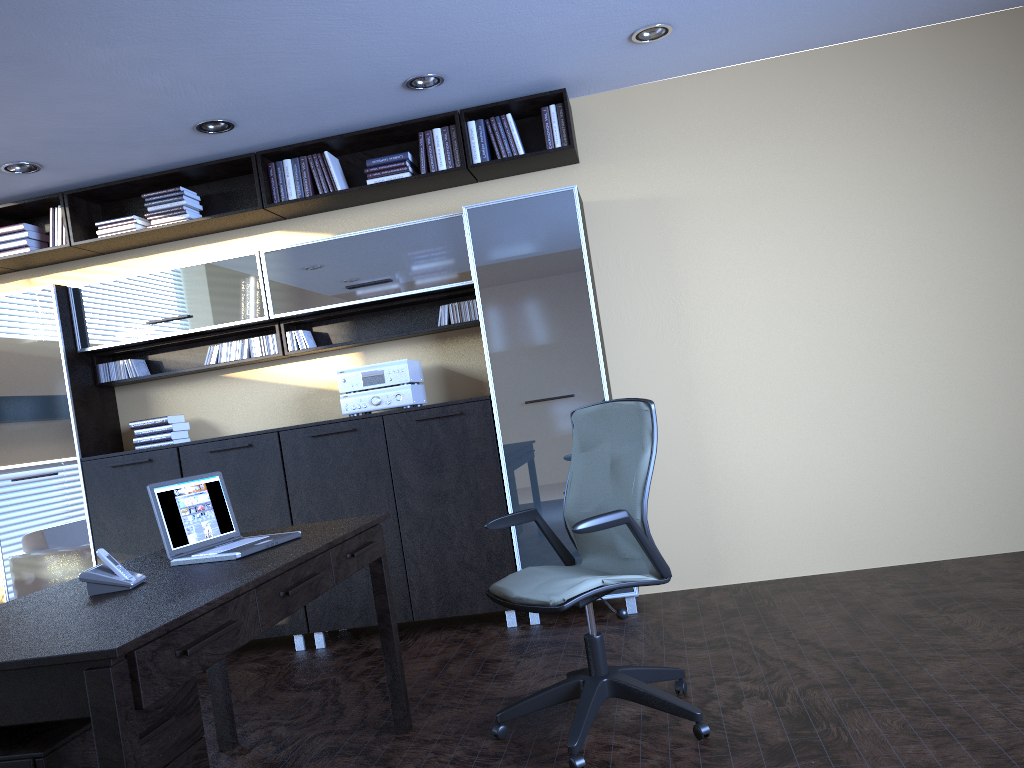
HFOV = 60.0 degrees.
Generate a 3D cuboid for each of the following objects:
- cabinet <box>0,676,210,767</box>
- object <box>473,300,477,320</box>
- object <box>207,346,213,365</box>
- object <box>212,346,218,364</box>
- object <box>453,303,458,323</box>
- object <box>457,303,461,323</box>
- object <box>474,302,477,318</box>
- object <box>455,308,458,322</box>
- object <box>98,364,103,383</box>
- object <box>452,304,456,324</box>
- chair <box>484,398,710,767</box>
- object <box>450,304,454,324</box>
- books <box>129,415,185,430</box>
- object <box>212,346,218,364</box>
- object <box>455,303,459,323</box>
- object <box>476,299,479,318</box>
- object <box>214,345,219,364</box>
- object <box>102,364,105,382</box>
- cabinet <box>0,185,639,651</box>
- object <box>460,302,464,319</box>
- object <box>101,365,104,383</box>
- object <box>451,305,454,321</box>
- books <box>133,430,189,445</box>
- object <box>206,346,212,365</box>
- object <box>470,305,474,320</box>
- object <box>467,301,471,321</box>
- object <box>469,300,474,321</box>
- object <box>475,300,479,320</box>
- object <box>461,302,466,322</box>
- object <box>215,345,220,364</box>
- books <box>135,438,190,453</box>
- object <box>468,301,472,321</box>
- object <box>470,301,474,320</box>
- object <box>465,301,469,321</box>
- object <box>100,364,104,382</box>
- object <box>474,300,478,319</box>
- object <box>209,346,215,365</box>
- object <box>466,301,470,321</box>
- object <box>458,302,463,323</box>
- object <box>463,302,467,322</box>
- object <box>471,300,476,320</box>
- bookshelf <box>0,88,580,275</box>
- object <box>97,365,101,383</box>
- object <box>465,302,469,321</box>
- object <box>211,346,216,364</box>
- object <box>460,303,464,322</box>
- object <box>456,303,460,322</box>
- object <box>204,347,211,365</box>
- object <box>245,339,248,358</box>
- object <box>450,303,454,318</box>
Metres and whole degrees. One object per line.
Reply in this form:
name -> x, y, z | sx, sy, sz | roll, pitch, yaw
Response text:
cabinet -> -1.106, 1.146, 2.213 | 0.500, 0.680, 0.634 | -9, 0, 9
object -> -0.210, -0.440, 5.341 | 0.006, 0.118, 0.140 | -9, -1, 9
object -> -1.875, -0.178, 5.613 | 0.059, 0.113, 0.142 | -9, -1, 9
object -> -1.845, -0.183, 5.609 | 0.055, 0.110, 0.140 | -9, -1, 9
object -> -0.329, -0.422, 5.352 | 0.009, 0.120, 0.142 | -9, -1, 9
object -> -0.308, -0.425, 5.357 | 0.009, 0.120, 0.142 | -9, -1, 9
object -> -0.209, -0.440, 5.343 | 0.009, 0.120, 0.142 | -9, -1, 9
object -> -0.328, -0.422, 5.355 | 0.009, 0.124, 0.142 | -9, -1, 9
object -> -2.618, -0.066, 5.729 | 0.009, 0.120, 0.142 | -9, -1, 9
object -> -0.337, -0.421, 5.363 | 0.009, 0.120, 0.142 | -9, -1, 9
chair -> 0.300, 0.688, 3.381 | 0.767, 1.215, 0.834 | -8, 0, -34
object -> -0.348, -0.419, 5.362 | 0.006, 0.118, 0.140 | -9, -1, 9
books -> -2.245, 0.241, 5.611 | 0.258, 0.050, 0.207 | -9, -1, 8
object -> -1.845, -0.183, 5.610 | 0.059, 0.113, 0.142 | -9, -1, 9
object -> -0.317, -0.424, 5.364 | 0.009, 0.120, 0.142 | -9, -1, 9
object -> -0.191, -0.443, 5.330 | 0.009, 0.120, 0.142 | -9, -1, 9
object -> -1.835, -0.184, 5.605 | 0.055, 0.110, 0.140 | -9, -1, 9
object -> -2.597, -0.070, 5.727 | 0.006, 0.118, 0.140 | -9, -1, 9
cabinet -> -1.323, 0.380, 5.419 | 3.878, 2.399, 0.490 | -9, 0, 9
object -> -0.286, -0.428, 5.369 | 0.009, 0.120, 0.142 | -9, -1, 9
object -> -2.607, -0.068, 5.733 | 0.009, 0.120, 0.142 | -9, -1, 9
object -> -0.347, -0.419, 5.368 | 0.009, 0.120, 0.142 | -9, -1, 9
books -> -2.220, 0.341, 5.611 | 0.258, 0.050, 0.207 | -9, -1, 9
object -> -1.884, -0.177, 5.620 | 0.059, 0.113, 0.142 | -9, -1, 9
object -> -0.228, -0.437, 5.351 | 0.009, 0.120, 0.142 | -9, -1, 9
object -> -0.248, -0.434, 5.351 | 0.009, 0.120, 0.142 | -9, -1, 9
object -> -0.229, -0.437, 5.340 | 0.009, 0.124, 0.142 | -9, -1, 8
object -> -0.200, -0.442, 5.339 | 0.009, 0.120, 0.142 | -9, -1, 9
object -> -0.279, -0.430, 5.349 | 0.009, 0.120, 0.142 | -9, -1, 9
object -> -1.835, -0.185, 5.612 | 0.059, 0.113, 0.142 | -9, -1, 9
books -> -2.203, 0.390, 5.605 | 0.258, 0.050, 0.207 | -9, -1, 9
object -> -0.240, -0.436, 5.342 | 0.009, 0.120, 0.142 | -9, -1, 9
object -> -0.229, -0.437, 5.347 | 0.006, 0.118, 0.140 | -9, -1, 9
object -> -0.258, -0.433, 5.355 | 0.009, 0.120, 0.142 | -9, -1, 9
object -> -2.607, -0.068, 5.729 | 0.006, 0.118, 0.140 | -9, -1, 9
object -> -0.202, -0.442, 5.331 | 0.006, 0.118, 0.140 | -9, -1, 9
object -> -1.865, -0.180, 5.611 | 0.059, 0.113, 0.142 | -9, -1, 9
object -> -0.250, -0.434, 5.342 | 0.006, 0.118, 0.140 | -9, -1, 9
object -> -0.299, -0.427, 5.353 | 0.009, 0.120, 0.142 | -9, -1, 9
object -> -0.270, -0.431, 5.344 | 0.009, 0.120, 0.142 | -9, -1, 9
object -> -0.220, -0.439, 5.337 | 0.009, 0.120, 0.142 | -9, -1, 9
bookshelf -> -2.147, -1.111, 5.571 | 5.127, 0.340, 0.361 | -9, -1, 9
object -> -2.627, -0.065, 5.732 | 0.009, 0.120, 0.142 | -9, -1, 9
object -> -0.259, -0.433, 5.352 | 0.006, 0.118, 0.140 | -9, -1, 9
object -> -1.855, -0.181, 5.607 | 0.055, 0.110, 0.140 | -9, -1, 9
object -> -0.288, -0.428, 5.362 | 0.006, 0.118, 0.140 | -9, -1, 9
object -> -0.310, -0.425, 5.346 | 0.006, 0.118, 0.140 | -9, -1, 9
object -> -1.895, -0.175, 5.611 | 0.059, 0.113, 0.142 | -9, -1, 8
object -> -1.637, -0.218, 5.572 | 0.036, 0.116, 0.140 | -9, -1, 9
object -> -0.348, -0.419, 5.355 | 0.009, 0.124, 0.142 | -9, -1, 9
